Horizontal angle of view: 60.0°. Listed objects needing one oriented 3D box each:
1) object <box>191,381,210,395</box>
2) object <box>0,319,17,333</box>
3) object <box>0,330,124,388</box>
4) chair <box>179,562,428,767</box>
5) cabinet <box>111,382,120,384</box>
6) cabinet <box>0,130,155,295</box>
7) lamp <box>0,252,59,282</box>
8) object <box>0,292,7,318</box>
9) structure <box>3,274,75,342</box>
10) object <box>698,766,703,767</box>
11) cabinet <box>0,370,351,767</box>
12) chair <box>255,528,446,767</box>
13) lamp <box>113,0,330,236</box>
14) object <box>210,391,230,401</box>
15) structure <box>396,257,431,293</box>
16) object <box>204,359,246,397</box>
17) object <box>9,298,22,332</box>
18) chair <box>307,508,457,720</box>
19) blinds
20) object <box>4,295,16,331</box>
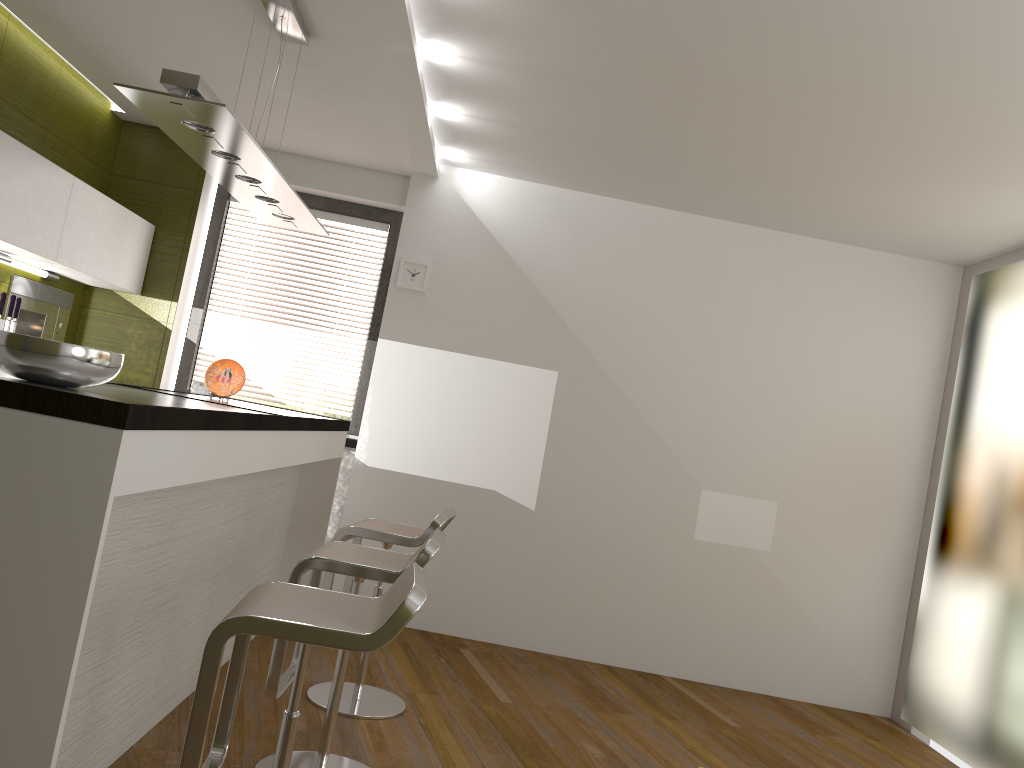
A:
[{"bbox_3d":[-1.896,0.072,5.380,0.106,0.169,0.057,11,-3,-7],"label":"object"},{"bbox_3d":[-2.519,-0.209,4.258,0.107,0.227,0.293,11,-3,-1],"label":"object"},{"bbox_3d":[-1.114,-0.052,2.146,0.311,0.105,0.311,10,-3,12],"label":"object"},{"bbox_3d":[-0.504,0.830,2.070,0.460,0.857,0.418,11,-3,-6],"label":"chair"},{"bbox_3d":[-2.514,0.432,3.834,0.465,1.086,2.940,11,-3,-1],"label":"cabinet"},{"bbox_3d":[-2.533,-0.097,3.595,0.724,2.089,3.471,11,-3,-1],"label":"cabinet"},{"bbox_3d":[-2.514,-0.606,4.602,0.095,0.041,0.716,11,-3,-1],"label":"lamp"},{"bbox_3d":[-2.458,-0.311,4.238,0.013,0.264,0.042,11,-3,-1],"label":"object"},{"bbox_3d":[-2.610,-0.314,4.875,0.015,0.469,0.663,11,-3,-1],"label":"structure"},{"bbox_3d":[0.079,0.847,0.870,0.585,0.904,0.606,13,-4,-32],"label":"object"},{"bbox_3d":[-1.256,0.614,3.251,0.663,1.134,2.947,11,-3,-1],"label":"cabinet"},{"bbox_3d":[-0.529,0.875,2.915,0.460,0.857,0.418,11,-3,-1],"label":"chair"},{"bbox_3d":[-0.938,-1.109,3.389,0.326,0.683,1.677,11,-3,-1],"label":"lamp"},{"bbox_3d":[-1.327,0.008,4.078,0.088,0.131,0.072,11,-3,-6],"label":"object"},{"bbox_3d":[-0.589,-0.653,5.315,0.180,0.180,0.026,11,-3,-1],"label":"structure"},{"bbox_3d":[-1.320,-0.029,4.081,0.184,0.178,0.055,11,-3,-5],"label":"object"},{"bbox_3d":[-2.459,-0.315,4.378,0.013,0.231,0.040,11,-3,-1],"label":"object"},{"bbox_3d":[-0.555,0.920,3.761,0.460,0.857,0.418,11,-3,4],"label":"chair"},{"bbox_3d":[-3.842,-3.344,8.648,9.030,12.704,16.000,8,-4,38],"label":"blinds"},{"bbox_3d":[-2.458,-0.317,4.327,0.013,0.243,0.036,11,-3,-1],"label":"object"}]
